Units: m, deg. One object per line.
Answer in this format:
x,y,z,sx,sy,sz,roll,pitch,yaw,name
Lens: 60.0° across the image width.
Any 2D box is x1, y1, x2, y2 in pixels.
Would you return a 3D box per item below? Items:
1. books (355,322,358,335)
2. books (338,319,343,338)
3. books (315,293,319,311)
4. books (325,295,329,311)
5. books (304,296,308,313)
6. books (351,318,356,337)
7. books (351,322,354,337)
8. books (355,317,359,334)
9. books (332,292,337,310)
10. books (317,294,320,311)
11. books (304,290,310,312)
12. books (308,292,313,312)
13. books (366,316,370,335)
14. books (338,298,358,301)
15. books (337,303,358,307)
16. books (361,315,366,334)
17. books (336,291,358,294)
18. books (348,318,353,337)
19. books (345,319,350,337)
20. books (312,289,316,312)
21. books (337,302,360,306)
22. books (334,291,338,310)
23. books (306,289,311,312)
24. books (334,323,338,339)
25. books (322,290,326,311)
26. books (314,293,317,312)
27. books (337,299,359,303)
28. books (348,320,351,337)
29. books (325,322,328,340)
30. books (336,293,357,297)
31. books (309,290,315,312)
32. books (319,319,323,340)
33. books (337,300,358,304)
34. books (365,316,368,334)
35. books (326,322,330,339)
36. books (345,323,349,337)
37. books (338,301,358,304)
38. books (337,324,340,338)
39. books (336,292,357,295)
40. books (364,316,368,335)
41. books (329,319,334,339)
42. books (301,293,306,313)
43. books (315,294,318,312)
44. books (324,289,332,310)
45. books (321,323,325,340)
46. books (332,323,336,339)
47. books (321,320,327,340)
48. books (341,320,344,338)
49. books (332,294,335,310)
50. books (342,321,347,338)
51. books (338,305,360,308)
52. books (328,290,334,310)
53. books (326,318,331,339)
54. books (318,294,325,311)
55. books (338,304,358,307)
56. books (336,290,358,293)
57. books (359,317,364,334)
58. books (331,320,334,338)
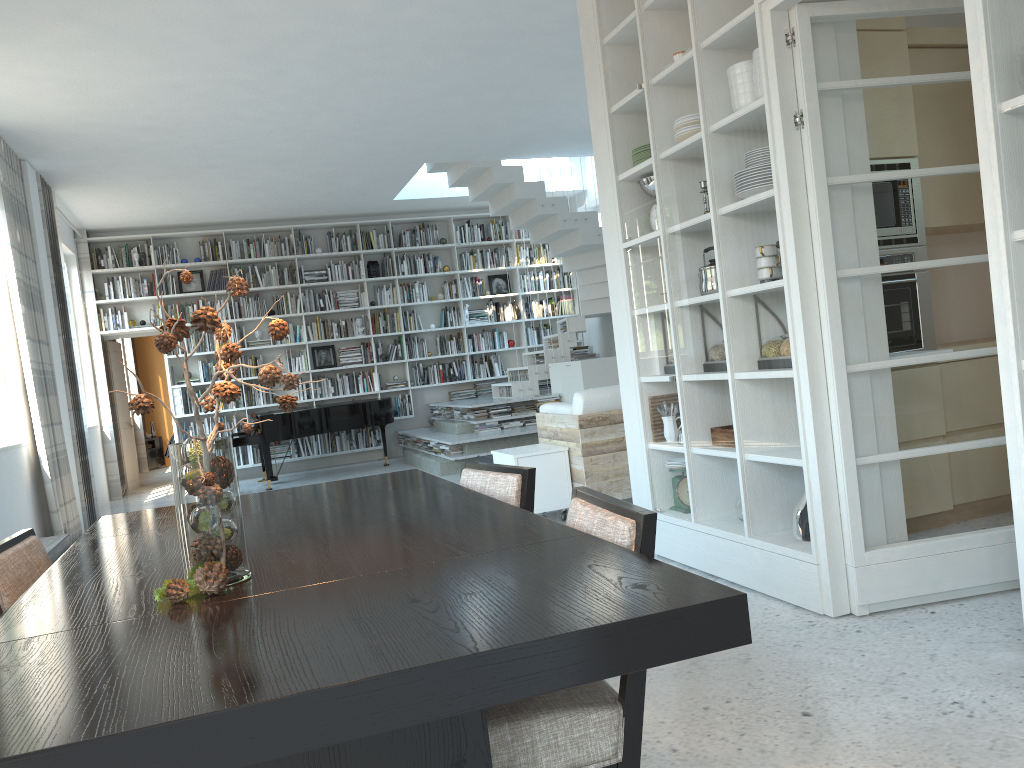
-2.053,-0.716,11.687,0.035,0.201,0.149,-7,2,-18,books
-2.244,-0.721,11.623,0.014,0.259,0.161,-7,2,-18,books
-2.536,-1.051,11.524,0.014,0.250,0.172,-7,2,-18,books
-2.422,-1.048,11.563,0.024,0.217,0.148,-7,2,-18,books
-2.680,-1.022,11.493,0.027,0.228,0.147,-7,2,-18,books
-2.085,-0.741,11.679,0.024,0.259,0.126,-7,2,-18,books
-2.105,-0.712,11.679,0.022,0.207,0.114,-7,2,-18,books
-2.037,-0.749,11.702,0.014,0.263,0.135,-7,2,-18,books
-2.323,-1.075,11.590,0.015,0.245,0.183,-7,2,-18,books
-2.523,-1.047,11.529,0.011,0.239,0.147,-7,2,-18,books
-2.654,-1.059,11.483,0.026,0.297,0.179,-7,2,-18,books
-2.613,-1.049,11.489,0.025,0.266,0.185,-7,2,-18,books
-1.917,-0.765,11.745,0.023,0.265,0.107,-7,2,-18,books
-2.167,-1.100,11.654,0.254,0.012,0.161,-7,2,-17,books
-2.159,-1.040,11.656,0.254,0.012,0.161,-7,2,-19,books
-1.965,-0.766,11.726,0.025,0.279,0.108,-7,2,-18,books
-2.176,-1.198,11.641,0.285,0.012,0.159,-7,2,-23,books
-2.125,-0.735,11.656,0.025,0.259,0.150,-7,2,-18,books
-2.160,-0.724,11.626,0.012,0.245,0.186,-7,2,-18,books
-2.574,-1.071,11.512,0.011,0.300,0.179,-7,2,-18,books
-2.159,-1.052,11.651,0.285,0.012,0.159,-7,2,-21,books
-2.306,-1.077,11.583,0.013,0.247,0.176,-7,2,-18,books
-2.642,-1.069,11.507,0.014,0.313,0.133,-7,2,-18,books
-2.308,-0.690,11.599,0.030,0.215,0.168,-7,2,-18,books
-2.449,-1.080,11.560,0.022,0.285,0.130,-7,2,-18,books
-2.561,-1.048,11.519,0.011,0.252,0.153,-7,2,-18,books
-2.165,-1.088,11.654,0.285,0.012,0.159,-7,2,-17,books
-2.153,-0.718,11.667,0.025,0.230,0.143,-7,2,-18,books
-2.424,-0.682,11.561,0.012,0.228,0.169,-7,2,-18,books
-2.175,-1.174,11.649,0.254,0.012,0.161,-7,2,-16,books
-2.594,-1.066,11.514,0.029,0.295,0.151,-7,2,-18,books
-2.484,-0.701,11.532,0.010,0.281,0.170,-7,2,-18,books
-2.163,-1.076,11.652,0.254,0.012,0.161,-7,2,-20,books
-1.932,-0.761,11.733,0.014,0.261,0.137,-7,2,-18,books
-2.409,-0.688,11.573,0.025,0.236,0.137,-7,2,-18,books
-2.180,-0.699,11.631,0.029,0.200,0.178,-7,2,-18,books
-2.162,-1.064,11.653,0.254,0.012,0.161,-7,2,-16,books
-2.273,-0.687,11.624,0.050,0.199,0.145,-7,2,-18,books
-2.178,-1.186,11.652,0.254,0.012,0.161,-7,2,-18,books
-1.941,-0.762,11.717,0.014,0.266,0.154,-7,2,-18,books
-2.367,-0.709,11.564,0.027,0.268,0.190,-7,2,-18,books
-2.703,-1.038,11.470,0.026,0.267,0.170,-7,2,-18,books
-2.549,-1.041,11.524,0.014,0.233,0.147,-7,2,-18,books
-2.401,-1.088,11.572,0.049,0.291,0.162,-7,2,-18,books
-2.472,-0.677,11.560,0.024,0.228,0.147,-7,2,-18,books
-2.334,-0.688,11.590,0.024,0.216,0.175,-7,2,-18,books
-2.451,-0.695,11.573,0.028,0.259,0.134,-7,2,-18,books
-2.230,-0.710,11.624,0.010,0.234,0.175,-7,2,-18,books
-2.342,-1.058,11.593,0.024,0.216,0.132,-7,2,-18,books
-2.208,-0.707,11.619,0.029,0.224,0.185,-7,2,-18,books
-2.156,-1.016,11.657,0.285,0.012,0.159,-7,2,-17,books
-2.362,-1.082,11.570,0.021,0.269,0.191,-7,2,-18,books
-2.392,-0.715,11.571,0.013,0.284,0.176,-7,2,-18,books
-2.484,-1.050,11.535,0.066,0.237,0.153,-7,2,-18,books
-2.159,-1.028,11.658,0.254,0.012,0.161,-7,2,-18,books
-2.179,-1.210,11.647,0.285,0.012,0.159,-7,2,-16,books
-1.984,-0.754,11.709,0.025,0.260,0.130,-7,2,-18,books
-2.357,-0.703,11.596,0.011,0.251,0.130,-7,2,-18,books
